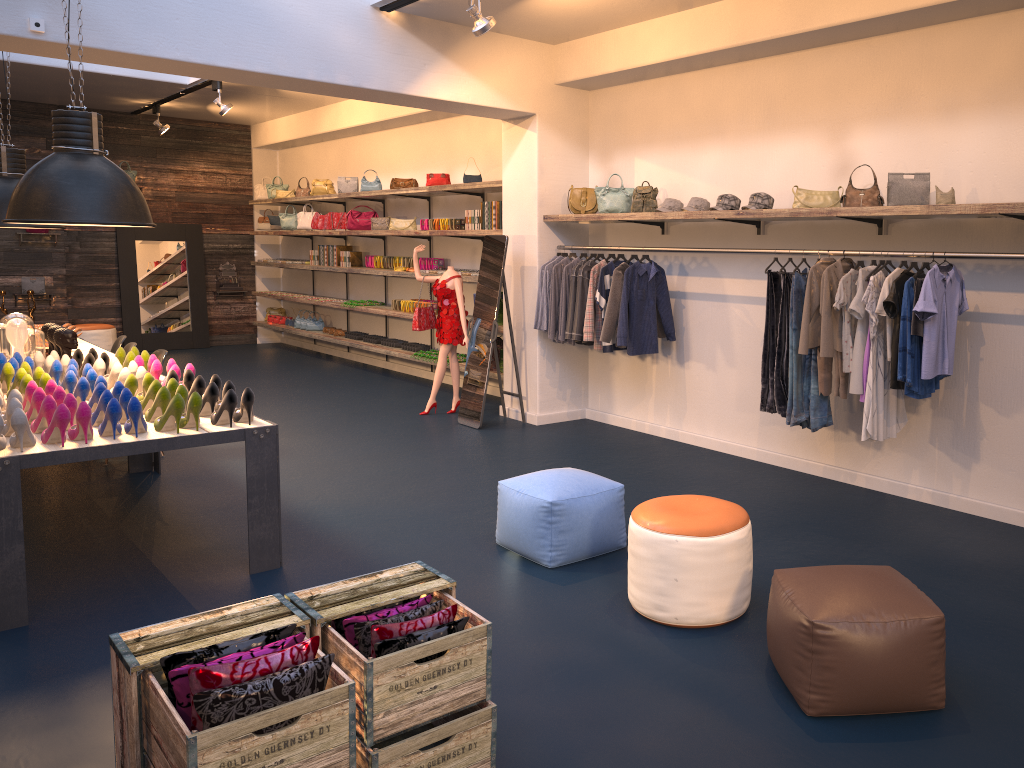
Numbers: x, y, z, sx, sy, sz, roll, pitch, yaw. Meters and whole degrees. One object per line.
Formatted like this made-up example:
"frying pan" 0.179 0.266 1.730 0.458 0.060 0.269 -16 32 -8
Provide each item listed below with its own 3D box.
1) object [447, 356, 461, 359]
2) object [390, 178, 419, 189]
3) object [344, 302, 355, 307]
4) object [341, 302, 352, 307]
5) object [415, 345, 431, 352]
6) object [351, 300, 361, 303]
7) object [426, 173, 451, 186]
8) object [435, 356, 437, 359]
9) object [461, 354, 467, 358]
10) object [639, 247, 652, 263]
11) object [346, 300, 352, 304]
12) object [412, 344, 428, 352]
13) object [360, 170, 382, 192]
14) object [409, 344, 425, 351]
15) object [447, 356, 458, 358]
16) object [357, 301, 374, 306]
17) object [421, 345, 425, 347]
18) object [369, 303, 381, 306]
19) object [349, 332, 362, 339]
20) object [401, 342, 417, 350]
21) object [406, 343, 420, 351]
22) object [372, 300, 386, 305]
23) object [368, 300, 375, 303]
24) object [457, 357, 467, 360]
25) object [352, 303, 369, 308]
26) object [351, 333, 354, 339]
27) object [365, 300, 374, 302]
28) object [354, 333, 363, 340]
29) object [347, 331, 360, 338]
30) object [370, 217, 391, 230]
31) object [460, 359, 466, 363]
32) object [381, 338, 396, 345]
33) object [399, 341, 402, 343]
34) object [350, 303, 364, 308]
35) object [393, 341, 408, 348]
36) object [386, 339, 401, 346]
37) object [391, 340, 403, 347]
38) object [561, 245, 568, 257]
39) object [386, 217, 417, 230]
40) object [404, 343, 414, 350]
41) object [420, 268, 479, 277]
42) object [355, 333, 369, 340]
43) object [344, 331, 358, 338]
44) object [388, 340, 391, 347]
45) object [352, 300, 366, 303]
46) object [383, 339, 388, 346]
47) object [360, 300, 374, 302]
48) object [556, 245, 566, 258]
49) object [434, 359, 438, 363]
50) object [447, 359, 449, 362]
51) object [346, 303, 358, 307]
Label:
"object" -0.660 -0.288 9.650 0.255 0.063 0.079 -4 9 -32
"object" -1.252 -2.375 10.310 0.387 0.140 0.377 -3 9 -26
"object" -2.098 -1.043 11.383 0.255 0.057 0.077 -7 11 -42
"object" -2.157 -1.054 11.446 0.255 0.057 0.077 -7 11 -42
"object" -1.069 -0.423 10.389 0.193 0.087 0.064 -1 7 -12
"object" -2.005 -1.071 11.399 0.255 0.067 0.077 -4 9 -32
"object" -0.822 -2.272 9.679 0.282 0.148 0.112 0 6 -5
"object" -0.764 -0.310 9.783 0.256 0.063 0.077 -5 9 -34
"object" -0.518 -0.304 9.765 0.079 0.072 0.253 5 9 30
"object" 1.115 -1.037 7.252 0.468 0.218 0.009 -6 8 -39
"object" -2.081 -1.081 11.450 0.256 0.063 0.077 -5 9 -34
"object" -1.108 -0.432 10.439 0.195 0.087 0.063 -1 7 -16
"object" -1.774 -2.559 10.945 0.280 0.281 0.095 0 5 -5
"object" -1.146 -0.440 10.489 0.195 0.087 0.063 -2 7 -17
"object" -0.686 -0.299 9.731 0.255 0.067 0.077 -4 9 -32
"object" -1.902 -1.049 11.266 0.255 0.067 0.078 -4 9 -32
"object" -1.069 -0.450 10.382 0.049 0.022 0.011 -1 6 -14
"object" -1.814 -1.023 11.290 0.255 0.057 0.077 -7 11 -42
"object" -2.113 -0.658 11.746 0.202 0.087 0.061 -5 9 -38
"object" -1.262 -0.467 10.640 0.198 0.087 0.062 -3 7 -23
"object" -1.186 -0.449 10.540 0.195 0.087 0.063 -2 7 -17
"object" -1.759 -1.064 11.381 0.079 0.067 0.254 5 10 31
"object" -1.836 -1.073 11.433 0.079 0.072 0.253 5 9 30
"object" -0.584 -0.277 9.598 0.255 0.067 0.078 -4 9 -32
"object" -1.957 -1.007 11.175 0.255 0.057 0.077 -7 11 -42
"object" -2.074 -0.649 11.694 0.202 0.087 0.061 -5 9 -38
"object" -1.862 -1.085 11.513 0.077 0.074 0.255 6 10 38
"object" -2.036 -0.641 11.645 0.202 0.087 0.061 -5 9 -38
"object" -2.152 -0.667 11.797 0.202 0.087 0.061 -5 9 -38
"object" -1.637 -2.002 10.852 0.260 0.174 0.108 2 6 12
"object" -0.496 -0.251 9.622 0.255 0.057 0.077 -7 11 -42
"object" -1.575 -0.537 11.048 0.194 0.087 0.063 -1 7 -15
"object" -1.384 -0.521 10.790 0.047 0.022 0.011 1 6 -2
"object" -1.997 -1.020 11.250 0.255 0.057 0.077 -7 11 -42
"object" -1.383 -0.494 10.798 0.186 0.087 0.066 1 6 0
"object" -1.498 -0.520 10.948 0.191 0.087 0.064 0 6 -9
"object" -1.421 -0.502 10.847 0.189 0.087 0.065 0 6 -5
"object" 0.486 -1.173 8.037 0.468 0.218 0.009 -6 8 -39
"object" -1.339 -1.933 10.459 0.363 0.174 0.233 1 8 3
"object" -1.225 -0.458 10.591 0.199 0.087 0.062 -3 7 -24
"object" -0.524 -1.233 9.582 0.523 0.060 1.405 -6 11 -37
"object" -1.997 -0.632 11.595 0.202 0.087 0.061 -5 9 -38
"object" -2.191 -0.675 11.846 0.202 0.087 0.061 -5 9 -38
"object" -1.459 -0.511 10.896 0.191 0.087 0.064 0 6 -9
"object" -1.979 -1.059 11.318 0.255 0.063 0.079 -4 9 -32
"object" -1.537 -0.529 10.998 0.193 0.087 0.064 -1 7 -12
"object" -1.951 -1.100 11.584 0.241 0.053 0.083 0 8 -9
"object" 0.449 -1.181 8.086 0.468 0.218 0.009 -6 8 -39
"object" -0.780 -0.271 9.715 0.255 0.057 0.077 -7 11 -42
"object" -0.678 -0.248 9.583 0.255 0.057 0.077 -7 11 -42
"object" -2.059 -1.030 11.307 0.255 0.057 0.077 -7 11 -42
